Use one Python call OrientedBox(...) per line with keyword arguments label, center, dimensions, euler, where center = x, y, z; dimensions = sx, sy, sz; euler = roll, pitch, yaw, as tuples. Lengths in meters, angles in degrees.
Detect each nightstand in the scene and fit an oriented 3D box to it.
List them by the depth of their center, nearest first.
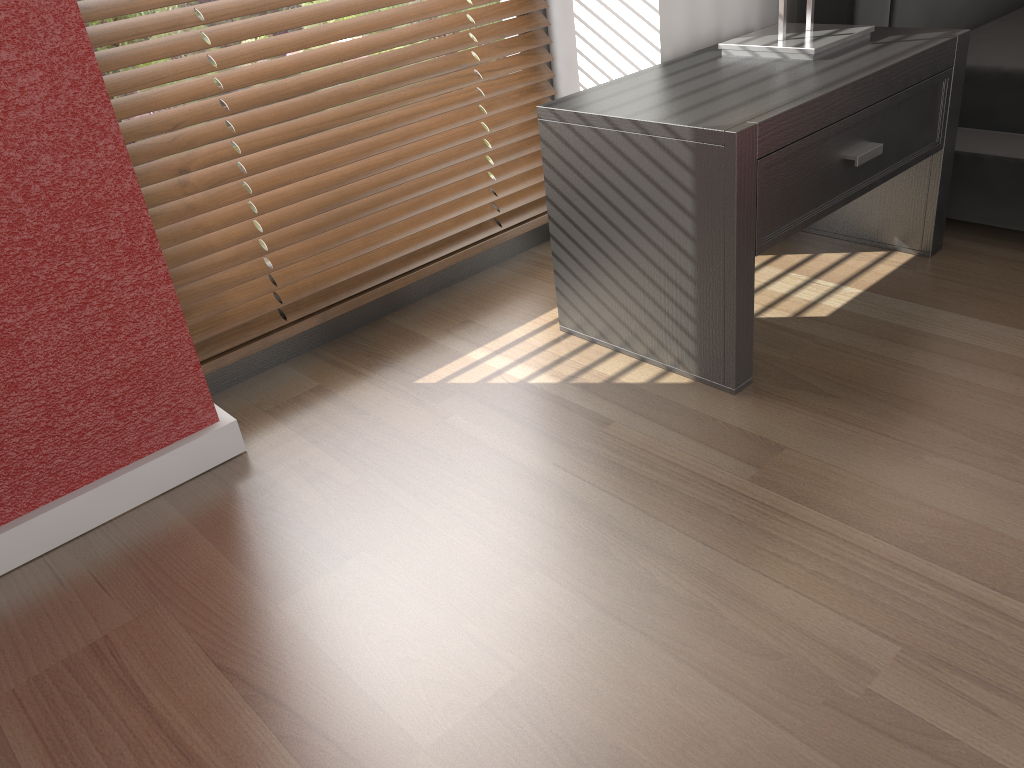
OrientedBox(label="nightstand", center=(0.461, -0.367, 1.638), dimensions=(0.700, 0.423, 0.413), euler=(-29, 36, -32))

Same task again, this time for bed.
OrientedBox(label="bed", center=(2.108, -0.688, 1.639), dimensions=(2.469, 0.577, 2.413), euler=(-29, 36, -32))

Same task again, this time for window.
OrientedBox(label="window", center=(-0.394, -1.118, 1.345), dimensions=(0.889, 1.893, 0.020), euler=(-29, 36, -32))

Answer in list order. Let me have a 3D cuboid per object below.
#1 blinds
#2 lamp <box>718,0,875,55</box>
OrientedBox(label="blinds", center=(1.089, -1.877, 2.360), dimensions=(4.840, 1.952, 0.032), euler=(-29, 36, -32))
OrientedBox(label="lamp", center=(0.496, -0.841, 1.519), dimensions=(0.200, 0.480, 0.200), euler=(-29, 36, -32))
